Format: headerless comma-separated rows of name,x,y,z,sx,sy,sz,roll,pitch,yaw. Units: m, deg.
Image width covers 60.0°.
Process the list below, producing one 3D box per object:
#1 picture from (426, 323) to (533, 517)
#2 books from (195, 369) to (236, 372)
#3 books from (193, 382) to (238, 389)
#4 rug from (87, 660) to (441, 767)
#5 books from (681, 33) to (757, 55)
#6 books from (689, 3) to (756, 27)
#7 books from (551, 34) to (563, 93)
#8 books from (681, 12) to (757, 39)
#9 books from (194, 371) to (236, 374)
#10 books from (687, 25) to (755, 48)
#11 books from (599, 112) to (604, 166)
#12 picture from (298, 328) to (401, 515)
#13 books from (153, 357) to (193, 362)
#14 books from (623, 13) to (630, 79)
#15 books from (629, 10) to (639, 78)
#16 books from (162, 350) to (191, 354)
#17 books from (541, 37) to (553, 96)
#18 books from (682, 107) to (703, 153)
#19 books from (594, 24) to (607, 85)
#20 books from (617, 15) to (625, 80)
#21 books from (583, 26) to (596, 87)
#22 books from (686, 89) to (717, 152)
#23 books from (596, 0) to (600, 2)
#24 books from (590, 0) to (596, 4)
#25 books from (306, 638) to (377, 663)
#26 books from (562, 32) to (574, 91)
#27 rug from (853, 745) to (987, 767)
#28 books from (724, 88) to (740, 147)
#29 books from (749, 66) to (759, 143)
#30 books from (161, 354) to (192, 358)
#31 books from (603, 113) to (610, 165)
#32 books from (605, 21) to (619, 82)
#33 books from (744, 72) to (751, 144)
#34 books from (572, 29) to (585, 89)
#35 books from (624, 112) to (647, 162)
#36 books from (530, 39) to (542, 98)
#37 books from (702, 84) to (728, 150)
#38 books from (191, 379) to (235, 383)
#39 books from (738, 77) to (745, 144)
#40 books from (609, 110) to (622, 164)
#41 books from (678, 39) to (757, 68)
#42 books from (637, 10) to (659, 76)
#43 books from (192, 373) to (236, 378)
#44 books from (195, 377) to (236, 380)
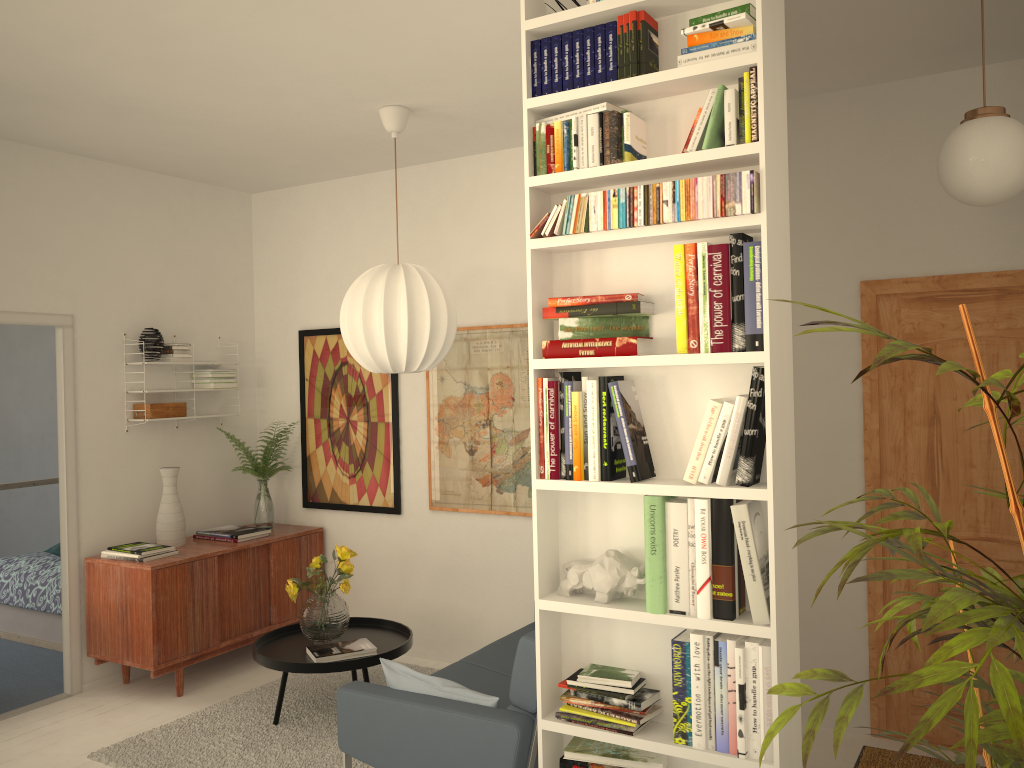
picture,-0.132,0.201,4.961,0.838,1.052,0.012,-1,0,30
books,-1.829,-0.083,5.469,0.147,0.016,0.195,-1,0,28
books,-1.831,0.010,5.474,0.179,0.037,0.190,-1,0,30
rug,-0.886,1.624,4.291,1.304,0.012,1.661,-1,1,32
books,0.598,-0.904,2.443,0.200,0.018,0.208,-1,0,30
books,0.604,-0.977,2.431,0.169,0.032,0.188,-1,1,35
books,0.178,-0.939,2.691,0.034,0.179,0.188,-1,0,30
books,0.588,-0.952,2.421,0.179,0.016,0.208,-1,1,35
books,-1.833,-0.069,5.474,0.153,0.013,0.197,-1,1,33
books,0.586,-0.928,2.449,0.173,0.030,0.199,-1,0,20
books,0.297,-0.697,2.604,0.013,0.159,0.176,-1,0,30
picture,-1.012,0.218,5.475,0.778,1.134,0.018,-1,0,30
books,-1.991,-0.140,5.211,0.159,0.028,0.147,-1,0,27
books,0.376,-0.948,2.583,0.020,0.191,0.205,-1,0,30
books,0.390,-0.949,2.565,0.020,0.191,0.205,-1,0,30
books,-1.996,-0.186,5.208,0.155,0.024,0.136,-1,0,23
books,0.148,-0.939,2.708,0.034,0.179,0.188,-1,0,30
books,0.544,-0.689,2.505,0.073,0.129,0.200,-1,0,30
books,0.299,-0.941,2.620,0.034,0.179,0.188,-1,0,30
books,0.360,-0.948,2.596,0.020,0.191,0.205,-1,0,30
books,0.269,-0.941,2.637,0.034,0.179,0.188,-1,0,30
books,0.567,-0.707,2.478,0.092,0.165,0.222,-1,0,30
books,0.296,-1.158,2.617,0.013,0.146,0.208,-1,0,30
books,0.271,-1.159,2.612,0.026,0.149,0.155,-1,0,30
books,-0.804,1.258,4.185,0.289,0.031,0.200,-2,0,-25
books,0.208,-0.940,2.673,0.034,0.179,0.188,-1,0,30
rug,1.795,1.572,3.380,0.941,0.002,0.553,-1,0,30
books,0.625,-0.702,2.423,0.030,0.153,0.200,-1,0,30
books,0.681,-0.727,2.391,0.022,0.198,0.212,-1,0,30
books,-1.984,-0.165,5.208,0.158,0.019,0.131,-1,0,32
books,0.323,-0.696,2.612,0.024,0.155,0.206,-1,0,30
books,0.329,-0.942,2.602,0.034,0.179,0.188,-1,0,30
books,0.666,-0.721,2.403,0.014,0.188,0.218,-1,0,30
books,0.239,-0.940,2.655,0.034,0.179,0.188,-1,0,30
books,0.370,-0.690,2.568,0.020,0.145,0.189,-1,0,30
books,0.118,-0.938,2.726,0.034,0.179,0.188,-1,0,30
books,0.588,-0.710,2.449,0.065,0.168,0.228,-1,0,30
books,-1.841,-0.019,5.469,0.168,0.021,0.197,-1,1,33
books,0.657,-0.720,2.424,0.022,0.187,0.186,-1,0,30
books,0.327,-0.695,2.571,0.023,0.153,0.176,-1,0,30
books,0.598,-0.875,2.446,0.214,0.038,0.222,-1,0,30
books,0.413,-0.949,2.565,0.020,0.191,0.205,-1,0,30
books,-1.838,-0.052,5.469,0.173,0.023,0.190,-1,0,30
books,-1.833,-0.035,5.484,0.147,0.012,0.195,-1,0,28
